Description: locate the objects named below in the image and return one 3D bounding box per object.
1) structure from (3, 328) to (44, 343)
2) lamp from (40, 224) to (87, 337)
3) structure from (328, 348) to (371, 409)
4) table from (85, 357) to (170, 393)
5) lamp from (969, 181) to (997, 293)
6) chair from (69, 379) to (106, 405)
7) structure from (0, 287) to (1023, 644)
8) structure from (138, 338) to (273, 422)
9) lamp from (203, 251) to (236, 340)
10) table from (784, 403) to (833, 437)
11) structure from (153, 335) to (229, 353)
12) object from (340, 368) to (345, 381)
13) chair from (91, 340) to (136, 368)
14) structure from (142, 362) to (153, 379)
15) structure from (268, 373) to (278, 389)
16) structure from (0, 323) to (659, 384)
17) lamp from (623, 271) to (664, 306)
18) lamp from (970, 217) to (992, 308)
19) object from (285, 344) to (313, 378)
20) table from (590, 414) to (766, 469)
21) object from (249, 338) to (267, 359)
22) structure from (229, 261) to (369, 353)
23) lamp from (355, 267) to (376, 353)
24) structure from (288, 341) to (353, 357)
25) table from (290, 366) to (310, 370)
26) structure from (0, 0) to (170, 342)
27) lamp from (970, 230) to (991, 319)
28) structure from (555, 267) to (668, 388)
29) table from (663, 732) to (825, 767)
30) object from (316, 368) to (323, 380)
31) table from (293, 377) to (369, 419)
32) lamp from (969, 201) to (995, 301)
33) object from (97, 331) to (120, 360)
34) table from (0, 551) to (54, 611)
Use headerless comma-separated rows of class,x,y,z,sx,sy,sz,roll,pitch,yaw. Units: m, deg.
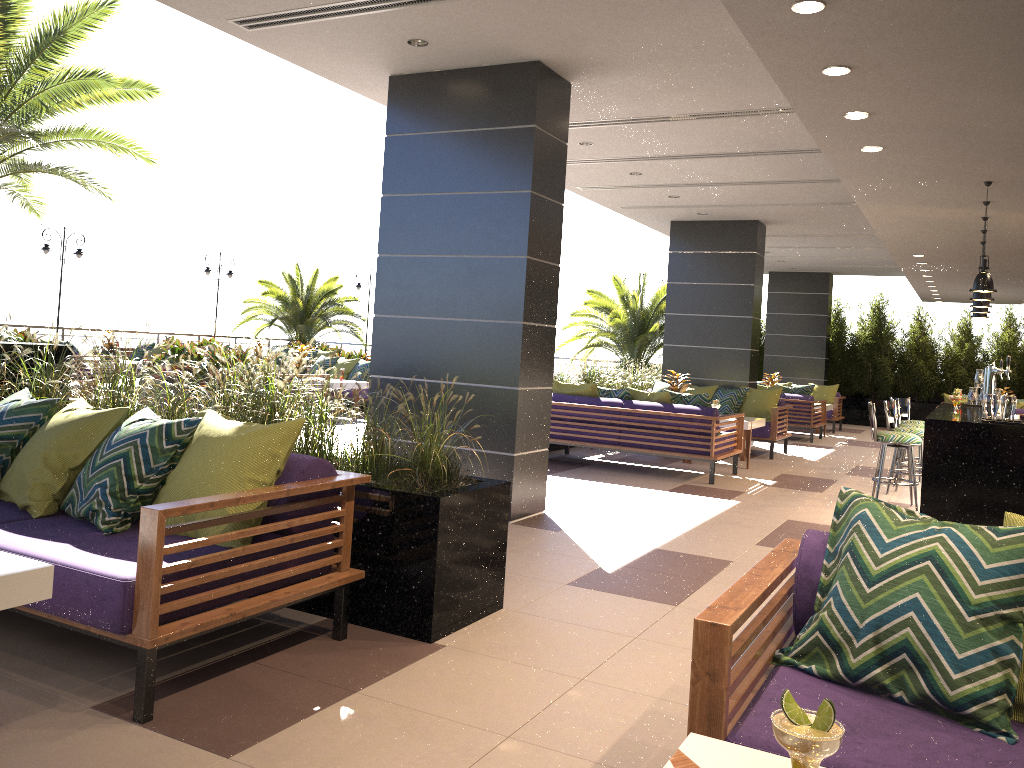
structure,-8.200,-0.353,14.194,2.254,1.173,0.735,5,0,29
lamp,-10.007,-1.872,19.580,0.264,3.331,1.119,3,-1,27
structure,-2.411,-0.045,15.543,2.423,1.174,0.699,5,0,29
table,-7.265,-0.155,15.899,2.040,0.554,0.940,5,2,27
lamp,3.698,-1.148,6.907,0.162,0.865,0.163,4,-1,-20
chair,-3.445,0.344,6.531,0.715,0.817,0.713,4,0,27
structure,3.032,-0.515,9.135,7.829,3.124,24.685,5,3,27
structure,-4.185,-0.015,12.135,2.254,1.173,0.735,5,0,29
lamp,-7.895,-1.909,23.646,0.264,3.331,1.119,3,-1,27
table,4.790,0.583,16.375,2.040,0.554,0.940,5,2,27
structure,-6.442,-0.386,17.628,2.251,1.173,0.713,4,0,24
object,-2.647,-0.149,13.793,0.066,0.190,0.084,4,-1,-33
chair,-9.132,-0.594,20.417,0.716,0.817,0.713,4,0,27
structure,-5.249,0.031,12.693,0.100,0.701,0.180,3,-1,27
structure,-3.148,0.209,11.595,0.100,0.701,0.180,3,-1,27
structure,-4.635,-0.265,16.384,12.937,1.059,17.473,5,3,27
lamp,3.173,-1.142,21.951,1.123,3.331,0.263,3,-1,27
lamp,4.502,-1.162,8.454,0.162,0.865,0.163,4,-1,-20
object,-3.287,-0.358,13.820,0.431,0.527,0.424,4,0,45
table,2.008,0.632,11.022,2.040,0.554,0.940,5,2,27
object,-5.540,-0.727,19.259,0.424,0.527,0.431,3,0,-35
structure,-5.834,-1.809,24.768,3.798,3.306,3.753,4,1,-5
lamp,-4.214,-1.768,25.810,1.123,3.331,0.263,3,-1,27
structure,-4.642,-0.416,21.042,2.254,1.173,0.735,5,0,29
table,-5.513,-0.186,19.271,2.040,0.554,0.940,5,2,27
structure,-7.029,-2.811,11.341,4.732,6.510,4.716,4,0,-45
lamp,5.101,-1.172,9.607,0.193,0.865,1.079,3,1,27
structure,2.857,-1.076,20.294,3.795,3.306,3.756,3,1,-20
table,0.997,0.998,0.736,2.040,0.554,0.940,5,2,27
object,-2.891,-0.148,13.307,0.105,0.197,0.106,4,0,-30
table,-3.309,0.180,13.832,2.040,0.554,0.940,5,2,27
lamp,4.106,-1.155,7.693,0.162,0.865,0.163,4,-1,-20
object,-7.233,-0.693,15.876,0.429,0.527,0.425,3,0,-30
table,-2.411,0.709,2.517,2.040,0.554,0.940,5,2,27
